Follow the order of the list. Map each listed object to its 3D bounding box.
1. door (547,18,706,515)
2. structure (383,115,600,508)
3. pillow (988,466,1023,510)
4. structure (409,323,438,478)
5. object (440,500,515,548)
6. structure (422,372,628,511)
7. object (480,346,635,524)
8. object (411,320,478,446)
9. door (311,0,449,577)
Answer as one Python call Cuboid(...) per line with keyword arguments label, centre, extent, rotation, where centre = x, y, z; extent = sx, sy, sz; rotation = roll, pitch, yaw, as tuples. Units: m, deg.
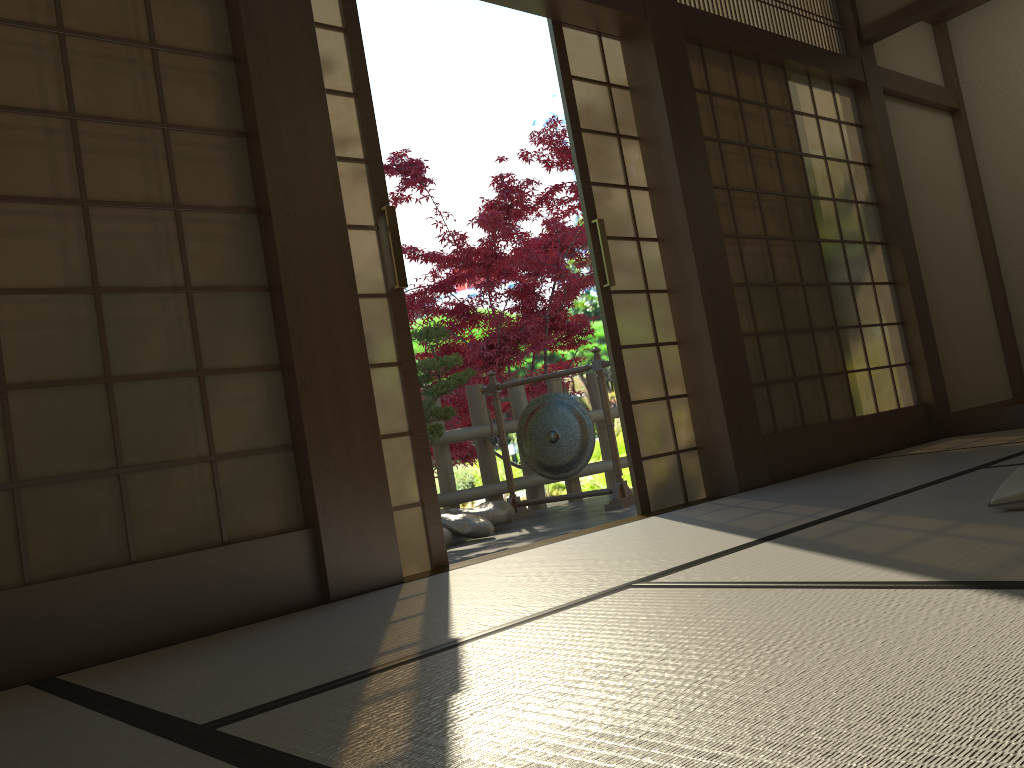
Cuboid(label="door", centre=(1.090, -0.602, 4.497), extent=(1.894, 2.380, 0.073), rotation=(-6, -6, -41))
Cuboid(label="structure", centre=(0.261, -0.801, 8.503), extent=(3.045, 4.004, 3.412), rotation=(-6, -6, -38))
Cuboid(label="pillow", centre=(1.471, 0.218, 2.139), extent=(0.486, 0.107, 0.496), rotation=(-14, -6, 43))
Cuboid(label="structure", centre=(-2.390, -0.536, 6.119), extent=(3.412, 4.004, 3.045), rotation=(-9, -5, -8))
Cuboid(label="object", centre=(-0.571, 0.853, 5.372), extent=(1.260, 0.276, 1.147), rotation=(-5, -6, -45))
Cuboid(label="structure", centre=(-1.029, 0.627, 5.896), extent=(7.456, 1.136, 0.245), rotation=(-6, -6, -40))
Cuboid(label="object", centre=(0.292, 0.345, 6.001), extent=(1.045, 1.061, 0.368), rotation=(-12, -5, 28))
Cuboid(label="object", centre=(-0.630, 0.308, 5.462), extent=(1.032, 1.362, 0.586), rotation=(-9, -5, -14))
Cuboid(label="door", centre=(-1.120, -0.374, 2.599), extent=(1.894, 2.380, 0.073), rotation=(-6, -6, -41))
